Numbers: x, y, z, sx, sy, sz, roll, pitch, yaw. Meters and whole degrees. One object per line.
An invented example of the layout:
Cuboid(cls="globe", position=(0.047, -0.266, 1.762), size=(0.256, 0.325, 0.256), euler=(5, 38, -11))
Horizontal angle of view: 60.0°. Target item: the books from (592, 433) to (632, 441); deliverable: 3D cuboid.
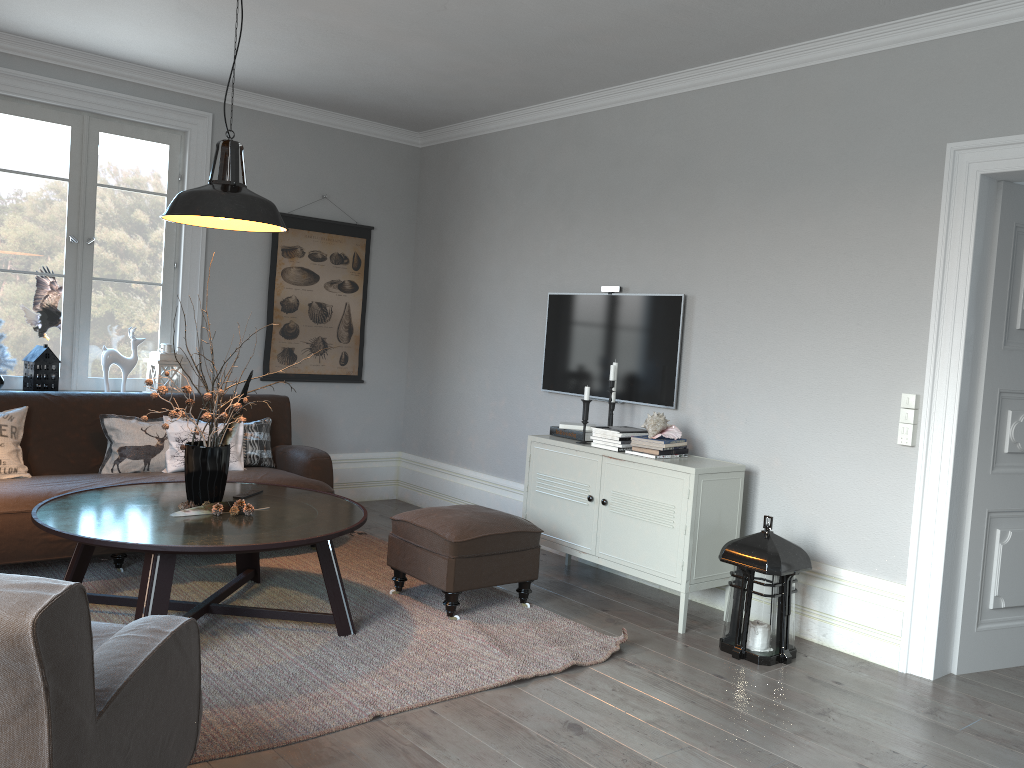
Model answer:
Cuboid(cls="books", position=(0.568, 0.267, 4.539), size=(0.251, 0.019, 0.200), euler=(2, 4, -38))

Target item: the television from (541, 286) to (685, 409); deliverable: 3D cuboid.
Cuboid(cls="television", position=(0.556, -0.230, 5.086), size=(0.041, 0.657, 1.063), euler=(2, 4, -40))

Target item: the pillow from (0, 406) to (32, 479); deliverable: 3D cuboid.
Cuboid(cls="pillow", position=(-2.611, 0.298, 4.275), size=(0.519, 0.368, 0.240), euler=(2, 4, -40))

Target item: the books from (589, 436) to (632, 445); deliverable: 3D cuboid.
Cuboid(cls="books", position=(0.572, 0.285, 4.548), size=(0.271, 0.016, 0.222), euler=(1, 4, -40))

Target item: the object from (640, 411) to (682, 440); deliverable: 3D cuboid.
Cuboid(cls="object", position=(0.725, 0.202, 4.366), size=(0.192, 0.127, 0.194), euler=(7, 4, 43))

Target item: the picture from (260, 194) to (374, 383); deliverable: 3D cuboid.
Cuboid(cls="picture", position=(-1.344, -0.667, 6.186), size=(0.793, 1.313, 0.057), euler=(2, 4, -40))

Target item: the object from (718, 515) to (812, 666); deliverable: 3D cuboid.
Cuboid(cls="object", position=(1.082, 0.863, 3.825), size=(0.323, 0.599, 0.323), euler=(2, 4, -40))

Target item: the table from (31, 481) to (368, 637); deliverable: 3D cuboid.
Cuboid(cls="table", position=(-1.274, 0.765, 3.692), size=(1.300, 0.503, 1.300), euler=(7, 4, 43))

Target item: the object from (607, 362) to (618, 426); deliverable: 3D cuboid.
Cuboid(cls="object", position=(0.539, 0.092, 4.752), size=(0.066, 0.457, 0.066), euler=(5, 3, 17))

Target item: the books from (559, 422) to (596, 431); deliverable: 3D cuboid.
Cuboid(cls="books", position=(0.364, 0.234, 4.912), size=(0.199, 0.024, 0.161), euler=(4, 3, 4))

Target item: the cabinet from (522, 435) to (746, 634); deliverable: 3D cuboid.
Cuboid(cls="cabinet", position=(0.563, 0.709, 4.543), size=(0.408, 0.757, 1.152), euler=(2, 4, -40))

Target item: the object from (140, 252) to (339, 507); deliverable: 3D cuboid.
Cuboid(cls="object", position=(-1.097, -0.005, 3.673), size=(0.525, 1.065, 0.853), euler=(5, 3, 21))

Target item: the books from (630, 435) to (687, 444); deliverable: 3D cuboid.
Cuboid(cls="books", position=(0.721, 0.272, 4.360), size=(0.185, 0.014, 0.235), euler=(6, 4, 37))

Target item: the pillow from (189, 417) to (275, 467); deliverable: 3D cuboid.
Cuboid(cls="pillow", position=(-1.613, 0.340, 5.108), size=(0.542, 0.288, 0.183), euler=(2, 4, -39))

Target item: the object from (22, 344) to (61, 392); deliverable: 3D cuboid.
Cuboid(cls="object", position=(-2.686, -0.087, 5.064), size=(0.155, 0.284, 0.155), euler=(6, 4, 40))

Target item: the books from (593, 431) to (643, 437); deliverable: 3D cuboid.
Cuboid(cls="books", position=(0.574, 0.253, 4.539), size=(0.265, 0.010, 0.196), euler=(1, 4, -40))

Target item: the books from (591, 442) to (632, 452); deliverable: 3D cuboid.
Cuboid(cls="books", position=(0.571, 0.319, 4.548), size=(0.271, 0.022, 0.200), euler=(2, 4, -38))

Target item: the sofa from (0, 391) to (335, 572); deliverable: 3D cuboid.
Cuboid(cls="sofa", position=(-2.042, 0.488, 4.628), size=(2.165, 0.824, 0.969), euler=(1, 4, -40))

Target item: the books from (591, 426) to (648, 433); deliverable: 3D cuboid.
Cuboid(cls="books", position=(0.569, 0.234, 4.543), size=(0.263, 0.008, 0.212), euler=(2, 4, -39))

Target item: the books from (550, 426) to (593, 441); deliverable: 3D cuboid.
Cuboid(cls="books", position=(0.382, 0.273, 4.898), size=(0.218, 0.049, 0.276), euler=(1, 4, -40))

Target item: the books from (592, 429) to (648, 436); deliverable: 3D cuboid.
Cuboid(cls="books", position=(0.571, 0.244, 4.536), size=(0.260, 0.010, 0.196), euler=(1, 4, -42))

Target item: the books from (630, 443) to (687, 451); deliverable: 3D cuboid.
Cuboid(cls="books", position=(0.722, 0.303, 4.365), size=(0.185, 0.014, 0.235), euler=(7, 4, 39))

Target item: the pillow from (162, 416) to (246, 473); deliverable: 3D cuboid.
Cuboid(cls="pillow", position=(-1.695, 0.333, 4.893), size=(0.471, 0.309, 0.188), euler=(2, 4, -39))

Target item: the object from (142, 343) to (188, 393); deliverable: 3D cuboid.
Cuboid(cls="object", position=(-2.144, -0.091, 5.488), size=(0.193, 0.322, 0.193), euler=(7, 4, 44))

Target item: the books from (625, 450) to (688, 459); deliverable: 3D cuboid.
Cuboid(cls="books", position=(0.711, 0.343, 4.372), size=(0.243, 0.014, 0.196), euler=(1, 4, -40))

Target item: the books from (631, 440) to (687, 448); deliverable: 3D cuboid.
Cuboid(cls="books", position=(0.724, 0.288, 4.357), size=(0.185, 0.017, 0.235), euler=(6, 4, 37))

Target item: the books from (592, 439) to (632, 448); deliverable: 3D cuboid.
Cuboid(cls="books", position=(0.570, 0.301, 4.536), size=(0.253, 0.016, 0.200), euler=(1, 4, -42))

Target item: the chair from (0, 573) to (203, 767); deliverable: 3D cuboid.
Cuboid(cls="chair", position=(-1.194, 0.705, 1.968), size=(0.807, 0.795, 0.970), euler=(4, 3, 1))

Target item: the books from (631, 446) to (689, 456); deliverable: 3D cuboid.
Cuboid(cls="books", position=(0.730, 0.323, 4.375), size=(0.238, 0.027, 0.175), euler=(1, 4, -43))

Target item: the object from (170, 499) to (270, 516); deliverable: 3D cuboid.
Cuboid(cls="object", position=(-1.184, 0.498, 3.619), size=(0.404, 0.067, 0.153), euler=(3, 3, -22))

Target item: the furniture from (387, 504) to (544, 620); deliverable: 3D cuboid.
Cuboid(cls="furniture", position=(-0.225, 0.825, 4.243), size=(0.583, 0.439, 0.574), euler=(2, 4, -40))

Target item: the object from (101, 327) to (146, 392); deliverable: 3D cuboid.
Cuboid(cls="object", position=(-2.308, -0.136, 5.271), size=(0.239, 0.410, 0.128), euler=(1, 4, -44))

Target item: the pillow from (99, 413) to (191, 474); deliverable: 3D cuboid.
Cuboid(cls="pillow", position=(-1.968, 0.330, 4.763), size=(0.472, 0.347, 0.159), euler=(1, 4, -42))

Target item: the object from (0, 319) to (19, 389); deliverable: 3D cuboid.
Cuboid(cls="object", position=(-2.885, -0.163, 4.880), size=(0.262, 0.423, 0.248), euler=(4, 3, -4))

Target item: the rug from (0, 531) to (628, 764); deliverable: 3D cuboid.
Cuboid(cls="rug", position=(-1.288, 0.956, 3.747), size=(2.818, 0.090, 2.401), euler=(1, 4, -39))

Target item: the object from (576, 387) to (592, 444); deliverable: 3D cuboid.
Cuboid(cls="object", position=(0.386, 0.160, 4.657), size=(0.083, 0.311, 0.083), euler=(5, 3, 27))

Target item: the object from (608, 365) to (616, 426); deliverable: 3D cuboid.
Cuboid(cls="object", position=(0.515, 0.108, 4.650), size=(0.092, 0.431, 0.092), euler=(4, 3, 9))

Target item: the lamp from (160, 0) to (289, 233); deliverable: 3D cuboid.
Cuboid(cls="lamp", position=(-1.133, -1.189, 3.601), size=(0.504, 1.075, 0.504), euler=(4, 3, 7))

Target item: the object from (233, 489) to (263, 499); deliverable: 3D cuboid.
Cuboid(cls="object", position=(-1.195, 0.498, 4.021), size=(0.051, 0.011, 0.207), euler=(5, 3, 10))
